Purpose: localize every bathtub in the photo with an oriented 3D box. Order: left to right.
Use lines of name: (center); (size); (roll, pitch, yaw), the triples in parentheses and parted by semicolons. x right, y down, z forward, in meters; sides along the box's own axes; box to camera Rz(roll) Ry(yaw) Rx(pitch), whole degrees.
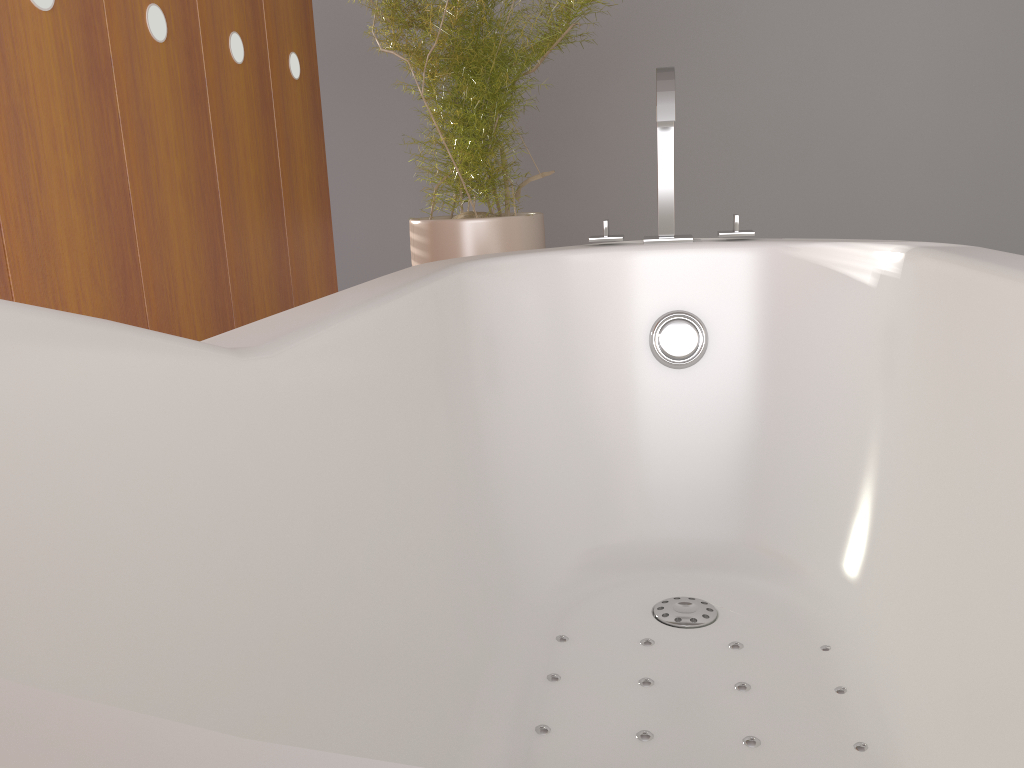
bathtub: (0.188, 0.057, 0.903); (0.888, 0.900, 1.874); (-1, 13, 9)

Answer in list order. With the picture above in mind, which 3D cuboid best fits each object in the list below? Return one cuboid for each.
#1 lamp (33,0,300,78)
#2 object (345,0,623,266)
lamp: (-0.564, -0.574, 1.410); (0.001, 0.052, 1.169); (-1, 13, 9)
object: (-0.031, -0.600, 2.380); (1.335, 1.557, 0.683); (8, 17, 41)
